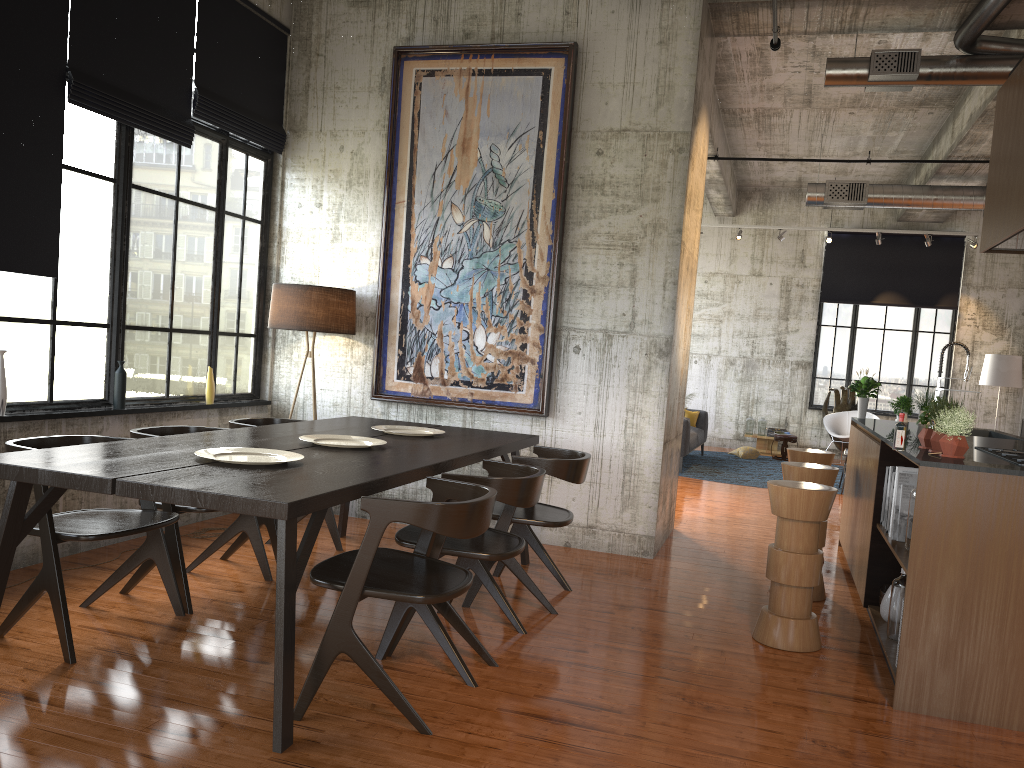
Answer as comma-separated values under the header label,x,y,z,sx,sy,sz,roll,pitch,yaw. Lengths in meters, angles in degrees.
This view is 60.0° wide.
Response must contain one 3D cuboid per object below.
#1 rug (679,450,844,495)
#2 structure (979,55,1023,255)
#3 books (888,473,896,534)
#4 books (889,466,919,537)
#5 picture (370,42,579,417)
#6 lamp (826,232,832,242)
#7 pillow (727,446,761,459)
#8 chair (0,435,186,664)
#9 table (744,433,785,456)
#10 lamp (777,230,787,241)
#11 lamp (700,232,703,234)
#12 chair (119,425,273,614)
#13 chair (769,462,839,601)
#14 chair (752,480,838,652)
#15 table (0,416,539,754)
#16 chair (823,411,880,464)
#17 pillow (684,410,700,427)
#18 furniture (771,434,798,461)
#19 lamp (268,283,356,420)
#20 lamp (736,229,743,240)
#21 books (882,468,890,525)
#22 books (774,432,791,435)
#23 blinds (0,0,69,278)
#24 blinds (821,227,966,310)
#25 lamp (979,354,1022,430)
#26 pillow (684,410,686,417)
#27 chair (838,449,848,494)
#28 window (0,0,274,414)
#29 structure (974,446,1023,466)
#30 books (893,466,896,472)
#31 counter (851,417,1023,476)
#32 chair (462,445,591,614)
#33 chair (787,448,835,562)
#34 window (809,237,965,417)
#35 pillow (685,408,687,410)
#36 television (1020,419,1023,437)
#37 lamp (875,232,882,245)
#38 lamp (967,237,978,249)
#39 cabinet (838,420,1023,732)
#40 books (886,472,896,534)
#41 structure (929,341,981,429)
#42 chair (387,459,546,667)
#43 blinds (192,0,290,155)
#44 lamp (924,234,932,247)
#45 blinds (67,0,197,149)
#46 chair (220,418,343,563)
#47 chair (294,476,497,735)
label,x,y,z,sx,sy,sz,roll,pitch,yaw
rug,4.161,1.416,14.724,4.849,0.009,4.834,3,2,-27
structure,3.159,-1.372,4.845,0.663,1.128,1.627,5,3,17
books,2.550,0.774,5.598,0.284,0.392,0.036,5,4,16
books,2.524,0.749,5.517,0.284,0.444,0.059,5,4,16
picture,-0.362,-1.337,7.663,1.654,3.127,0.141,5,4,16
lamp,5.868,-2.703,16.411,0.102,0.211,0.260,5,3,12
pillow,4.324,1.273,16.357,0.504,0.248,0.480,4,3,-17
chair,-2.227,0.811,4.682,0.769,0.995,0.877,5,3,16
table,5.035,1.201,17.500,0.874,0.359,0.474,5,3,17
lamp,5.058,-2.775,16.630,0.182,0.241,0.102,5,4,12
lamp,3.580,-2.905,17.087,0.261,0.211,0.101,2,4,-38
chair,-1.967,0.798,5.544,0.769,0.995,0.877,5,3,17
chair,2.164,1.083,6.581,0.409,0.965,0.410,4,4,-5
chair,1.719,1.094,5.397,0.409,0.965,0.410,4,4,-5
table,-1.125,0.861,5.413,1.637,1.008,3.699,5,2,17
chair,6.108,0.996,16.055,0.807,1.032,1.055,2,4,-34
pillow,3.141,0.605,15.729,0.434,0.319,0.168,4,4,-9
furniture,5.087,1.178,16.526,0.432,0.478,0.431,3,4,-28
lamp,-1.801,0.182,7.815,0.751,2.060,0.752,6,4,28
lamp,4.329,-2.837,16.880,0.102,0.229,0.198,6,4,27
books,2.647,0.769,5.922,0.284,0.392,0.036,5,4,16
books,5.083,0.924,16.544,0.300,0.043,0.228,4,2,-9
blinds,-3.061,-1.948,5.153,0.034,2.539,1.214,6,4,17
blinds,7.270,-2.219,16.973,2.441,1.467,0.150,5,4,17
lamp,8.809,0.597,16.110,0.692,2.248,0.707,8,5,39
pillow,2.489,0.608,13.844,0.536,0.447,0.260,6,4,24
chair,5.127,1.176,12.511,0.874,0.795,1.042,5,3,18
window,-2.799,-1.493,6.438,0.050,3.442,3.808,6,3,17
structure,3.076,0.428,4.965,0.677,0.019,1.096,5,2,17
books,2.575,0.755,5.677,0.284,0.429,0.050,5,4,16
counter,3.225,0.485,6.272,1.244,0.175,4.358,5,2,17
chair,0.103,0.943,5.950,0.769,0.995,0.877,5,3,13
chair,2.600,1.068,7.854,0.409,0.965,0.410,4,4,-5
window,7.238,-1.100,17.218,2.577,3.443,0.050,5,4,16
pillow,2.837,0.559,15.850,0.536,0.447,0.260,6,4,24
television,8.774,1.011,14.906,0.285,0.794,1.088,5,3,3
lamp,6.669,-2.634,16.118,0.102,0.252,0.165,8,5,42
lamp,8.186,-2.496,15.723,0.102,0.215,0.225,2,4,-32
cabinet,3.182,1.044,6.313,1.244,1.246,4.356,5,2,17
books,2.551,0.771,5.637,0.284,0.397,0.036,5,4,16
structure,3.743,0.017,7.453,0.360,0.751,0.168,5,4,16
chair,-0.242,0.954,4.949,0.769,0.995,0.877,5,3,16
blinds,-2.255,-2.676,7.526,0.052,1.144,1.295,6,3,17
lamp,7.458,-2.564,15.886,0.165,0.252,0.101,3,4,-28
blinds,-2.637,-2.530,6.300,0.052,1.401,1.253,6,3,17
chair,-1.681,0.783,6.519,0.769,0.995,0.877,5,3,16
chair,-0.503,0.967,4.088,0.769,0.995,0.877,5,3,17
